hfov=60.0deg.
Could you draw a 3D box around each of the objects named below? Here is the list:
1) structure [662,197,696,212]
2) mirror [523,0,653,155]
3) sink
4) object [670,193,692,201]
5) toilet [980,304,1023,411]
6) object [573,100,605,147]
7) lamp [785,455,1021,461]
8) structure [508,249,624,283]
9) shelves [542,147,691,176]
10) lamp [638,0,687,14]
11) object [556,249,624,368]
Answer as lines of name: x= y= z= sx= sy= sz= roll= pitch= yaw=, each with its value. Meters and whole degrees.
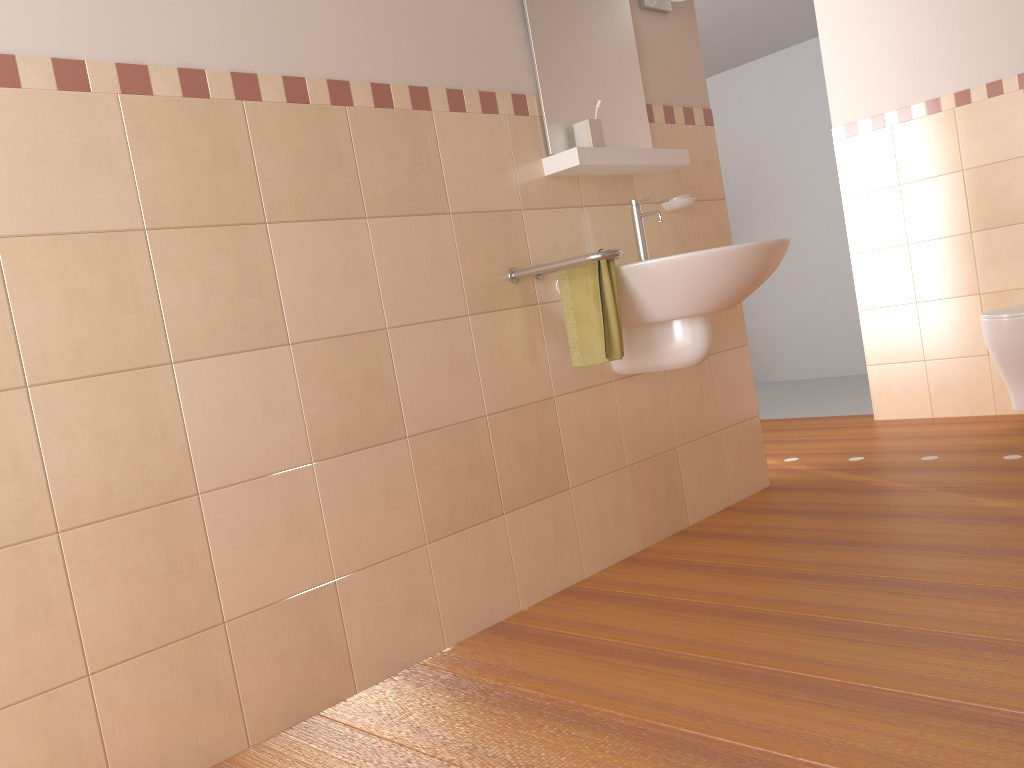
structure: x=0.566 y=-0.597 z=2.952 sx=0.117 sy=0.029 sz=0.092 roll=-14 pitch=5 yaw=-44
mirror: x=0.218 y=-1.097 z=2.709 sx=0.502 sy=0.799 sz=0.008 roll=-14 pitch=5 yaw=-44
sink: x=0.532 y=-0.314 z=2.584 sx=0.683 sy=0.516 sz=0.539 roll=-14 pitch=5 yaw=-44
object: x=0.563 y=-0.619 z=2.953 sx=0.075 sy=0.023 sz=0.050 roll=-9 pitch=4 yaw=11
toilet: x=2.083 y=-0.112 z=3.446 sx=0.534 sy=0.400 sz=0.375 roll=-14 pitch=5 yaw=-44
object: x=0.229 y=-0.752 z=2.602 sx=0.063 sy=0.149 sz=0.073 roll=-14 pitch=5 yaw=-44
lamp: x=0.438 y=0.544 z=2.224 sx=3.173 sy=0.001 sz=2.893 roll=-14 pitch=5 yaw=-44
structure: x=0.152 y=-0.319 z=2.358 sx=0.142 sy=0.042 sz=0.333 roll=-14 pitch=5 yaw=-44
shelves: x=0.329 y=-0.676 z=2.701 sx=0.554 sy=0.050 sz=0.138 roll=-14 pitch=5 yaw=-44
lamp: x=0.536 y=-1.343 z=2.919 sx=0.173 sy=0.173 sz=0.209 roll=-14 pitch=5 yaw=-44
object: x=0.218 y=-0.203 z=2.403 sx=0.085 sy=0.306 sz=0.181 roll=-12 pitch=4 yaw=-28
